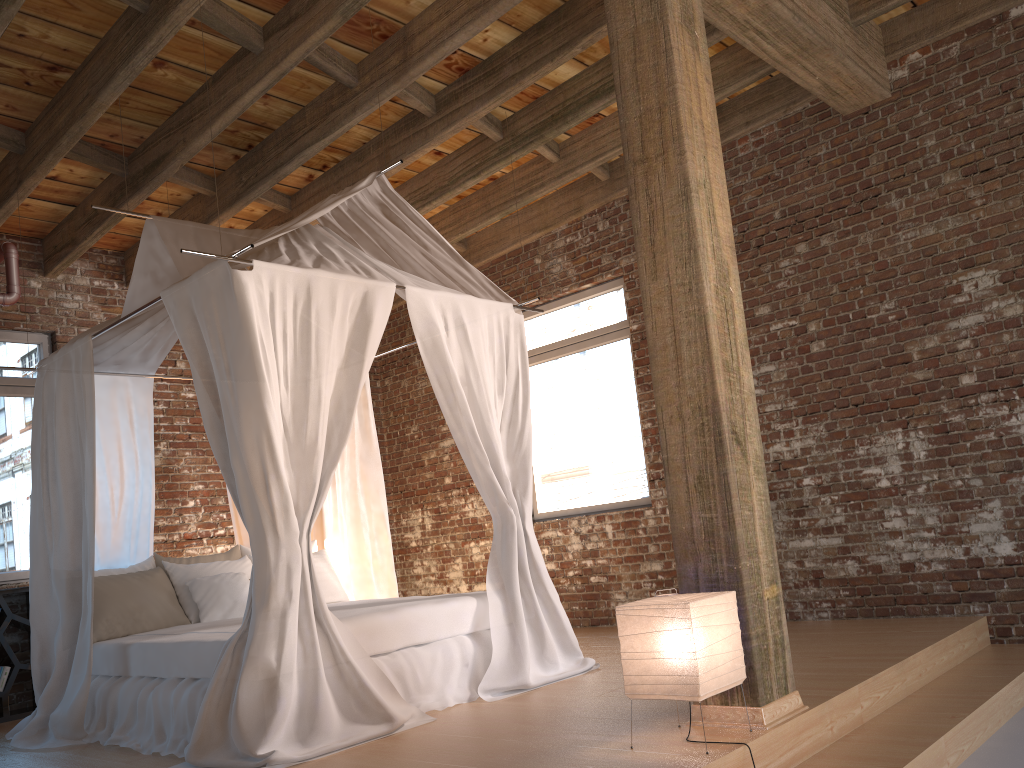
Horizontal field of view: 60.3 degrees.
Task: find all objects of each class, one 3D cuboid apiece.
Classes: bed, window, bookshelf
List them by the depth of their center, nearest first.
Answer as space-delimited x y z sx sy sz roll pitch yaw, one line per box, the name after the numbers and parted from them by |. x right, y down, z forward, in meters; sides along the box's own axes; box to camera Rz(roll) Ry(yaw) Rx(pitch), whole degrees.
-1.375 -0.102 5.135 2.656 3.852 2.529 -12 -8 41 | bed
-3.482 1.772 5.676 0.291 0.838 0.867 -11 -9 41 | bookshelf
-3.782 0.481 5.980 0.167 1.834 1.362 -11 -8 41 | window
0.543 0.164 7.181 1.309 1.834 0.174 -13 -7 41 | window

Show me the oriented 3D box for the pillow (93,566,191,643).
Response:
-2.238 1.286 5.133 0.357 0.411 0.621 -12 -10 39 | pillow

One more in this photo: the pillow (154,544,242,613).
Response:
-1.993 1.304 5.707 0.208 0.490 0.640 -12 -9 41 | pillow

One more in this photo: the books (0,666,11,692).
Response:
-3.357 1.901 5.684 0.133 0.179 0.206 -13 -10 41 | books

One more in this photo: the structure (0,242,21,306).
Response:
-3.963 0.431 5.234 0.574 3.437 2.023 -11 -7 41 | structure

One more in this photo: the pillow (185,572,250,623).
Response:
-1.767 1.303 5.399 0.390 0.289 0.214 0 -9 -39 | pillow

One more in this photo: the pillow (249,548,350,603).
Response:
-1.436 1.342 6.027 0.291 0.429 0.637 -13 -10 42 | pillow

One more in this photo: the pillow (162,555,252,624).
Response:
-1.841 1.278 5.578 0.347 0.400 0.619 -12 -10 39 | pillow

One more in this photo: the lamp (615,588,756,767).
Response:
1.036 1.020 2.814 1.377 0.774 0.364 -13 -8 33 | lamp

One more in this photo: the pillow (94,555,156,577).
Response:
-2.383 1.290 5.263 0.198 0.489 0.641 -12 -9 42 | pillow

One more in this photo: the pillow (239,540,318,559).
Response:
-1.582 1.337 6.157 0.207 0.495 0.639 -12 -9 41 | pillow
